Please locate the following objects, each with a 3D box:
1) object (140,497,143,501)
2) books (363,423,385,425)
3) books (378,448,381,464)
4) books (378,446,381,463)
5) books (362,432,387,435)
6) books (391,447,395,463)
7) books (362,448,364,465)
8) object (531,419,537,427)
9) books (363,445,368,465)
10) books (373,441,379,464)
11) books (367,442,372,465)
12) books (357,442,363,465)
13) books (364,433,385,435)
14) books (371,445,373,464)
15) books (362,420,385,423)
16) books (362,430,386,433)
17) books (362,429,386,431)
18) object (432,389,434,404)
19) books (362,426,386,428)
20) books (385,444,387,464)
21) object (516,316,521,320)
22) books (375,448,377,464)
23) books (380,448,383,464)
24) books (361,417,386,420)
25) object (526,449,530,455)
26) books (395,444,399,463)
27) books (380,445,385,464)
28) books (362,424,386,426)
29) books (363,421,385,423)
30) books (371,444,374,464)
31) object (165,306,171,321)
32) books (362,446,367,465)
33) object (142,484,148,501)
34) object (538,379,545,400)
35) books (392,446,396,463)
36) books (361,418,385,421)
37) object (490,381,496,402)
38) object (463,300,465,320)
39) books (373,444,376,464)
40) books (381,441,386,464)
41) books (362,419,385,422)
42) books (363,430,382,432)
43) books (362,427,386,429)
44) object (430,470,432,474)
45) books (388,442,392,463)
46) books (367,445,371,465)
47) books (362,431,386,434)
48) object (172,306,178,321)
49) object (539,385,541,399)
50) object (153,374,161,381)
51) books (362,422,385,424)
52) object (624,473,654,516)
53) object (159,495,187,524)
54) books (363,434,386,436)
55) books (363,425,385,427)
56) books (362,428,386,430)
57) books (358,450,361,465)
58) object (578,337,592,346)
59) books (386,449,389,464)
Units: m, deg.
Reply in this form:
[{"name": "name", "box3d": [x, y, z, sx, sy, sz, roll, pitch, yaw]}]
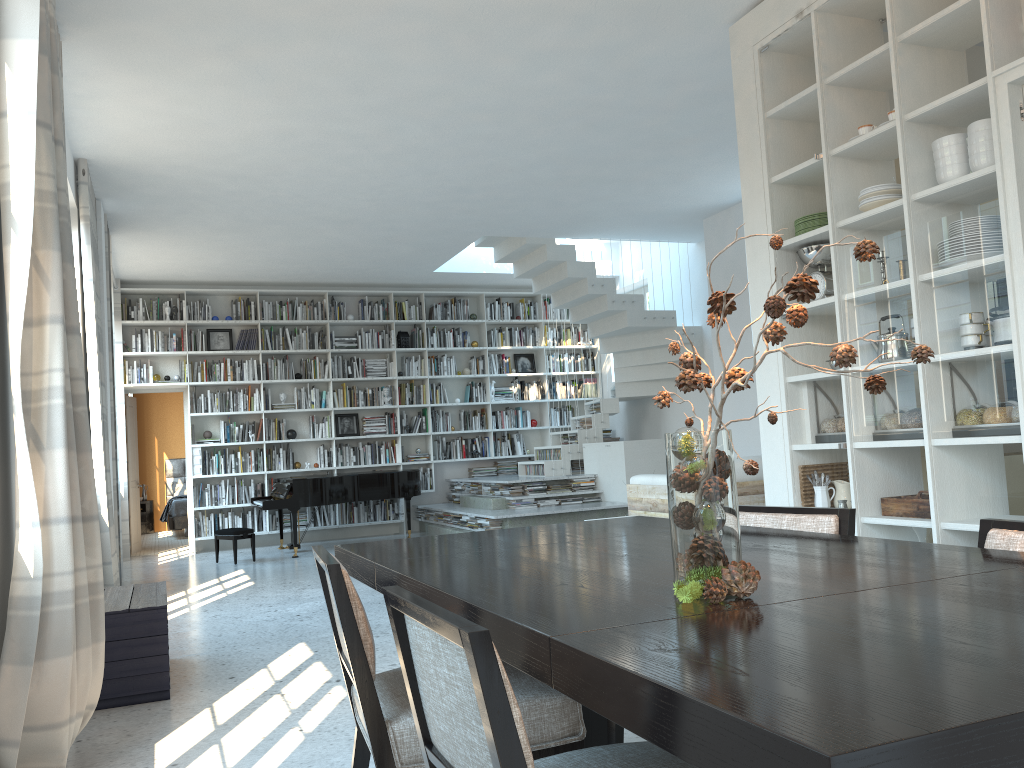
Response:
[{"name": "object", "box3d": [-5.946, 1.842, 14.147, 0.118, 0.061, 0.118, -2, -4, -14]}, {"name": "books", "box3d": [-1.784, 0.518, 11.431, 0.254, 0.012, 0.161, -2, -4, -19]}, {"name": "books", "box3d": [-1.729, 0.927, 11.407, 0.024, 0.207, 0.183, -2, -4, -22]}, {"name": "books", "box3d": [-1.716, 0.913, 11.425, 0.014, 0.235, 0.154, -2, -4, -22]}, {"name": "books", "box3d": [-1.775, 0.636, 11.419, 0.285, 0.012, 0.159, -1, -5, -27]}, {"name": "books", "box3d": [-1.559, 0.919, 11.470, 0.042, 0.212, 0.169, -2, -4, -22]}, {"name": "books", "box3d": [-1.923, 0.928, 11.349, 0.025, 0.220, 0.140, -2, -4, -22]}, {"name": "object", "box3d": [0.292, 0.543, 12.222, 0.115, 0.116, 0.115, 0, -5, -44]}, {"name": "books", "box3d": [-1.876, 0.910, 11.378, 0.025, 0.254, 0.136, -2, -4, -22]}, {"name": "books", "box3d": [-1.749, 0.883, 11.406, 0.012, 0.296, 0.178, -2, -4, -22]}, {"name": "books", "box3d": [-1.833, 0.892, 11.393, 0.014, 0.286, 0.134, -2, -4, -22]}, {"name": "books", "box3d": [-1.945, 0.892, 11.334, 0.026, 0.291, 0.152, -2, -4, -22]}, {"name": "books", "box3d": [-1.777, 0.649, 11.425, 0.254, 0.012, 0.161, -2, -4, -20]}, {"name": "books", "box3d": [-1.818, 0.909, 11.390, 0.011, 0.251, 0.158, -2, -4, -22]}, {"name": "books", "box3d": [-1.786, 0.481, 11.433, 0.254, 0.012, 0.161, -2, -5, -25]}, {"name": "books", "box3d": [-1.777, 0.613, 11.420, 0.285, 0.012, 0.159, -2, -4, -17]}, {"name": "books", "box3d": [-1.782, 0.590, 11.433, 0.285, 0.012, 0.159, -2, -5, -22]}, {"name": "object", "box3d": [-1.071, 0.175, 11.744, 0.013, 0.208, 0.140, -2, -4, -22]}, {"name": "books", "box3d": [-1.780, 0.553, 11.424, 0.285, 0.012, 0.159, -2, -4, -17]}, {"name": "books", "box3d": [-1.650, 0.901, 11.461, 0.014, 0.256, 0.145, -2, -4, -22]}, {"name": "object", "box3d": [0.087, -0.900, 12.193, 0.071, 0.072, 0.071, -5, -4, 27]}, {"name": "books", "box3d": [-1.766, 0.931, 11.406, 0.021, 0.202, 0.128, -2, -4, -22]}, {"name": "books", "box3d": [-1.693, 0.927, 11.420, 0.023, 0.204, 0.167, -2, -4, -22]}, {"name": "books", "box3d": [-1.787, 0.445, 11.431, 0.285, 0.012, 0.159, -1, -5, -27]}, {"name": "object", "box3d": [0.210, 0.934, 12.181, 0.071, 0.072, 0.071, -5, -4, 27]}, {"name": "books", "box3d": [-1.503, 0.900, 11.490, 0.033, 0.246, 0.176, -2, -4, -22]}, {"name": "books", "box3d": [-1.673, 0.911, 11.430, 0.023, 0.234, 0.175, -2, -4, -22]}, {"name": "books", "box3d": [-1.781, 0.530, 11.426, 0.285, 0.012, 0.159, -2, -4, -17]}, {"name": "books", "box3d": [-1.785, 0.493, 11.430, 0.254, 0.012, 0.161, -1, -5, -26]}, {"name": "books", "box3d": [-1.805, 0.903, 11.385, 0.010, 0.261, 0.181, -2, -4, -22]}, {"name": "object", "box3d": [-4.069, -0.824, 10.483, 0.067, 0.198, 0.067, -5, -4, 21]}, {"name": "books", "box3d": [-1.895, 0.918, 11.353, 0.031, 0.237, 0.159, -2, -4, -22]}, {"name": "object", "box3d": [-5.917, 1.746, 14.273, 0.091, 0.268, 0.091, -5, -4, 24]}, {"name": "object", "box3d": [0.410, 0.079, 12.183, 0.087, 0.288, 0.075, -4, -4, 13]}, {"name": "books", "box3d": [-1.535, 0.916, 11.481, 0.011, 0.216, 0.166, -2, -4, -22]}, {"name": "books", "box3d": [-1.789, 0.457, 11.437, 0.285, 0.012, 0.159, -2, -4, -20]}, {"name": "object", "box3d": [-0.262, 0.099, 11.894, 0.087, 0.288, 0.075, -4, -4, 13]}, {"name": "object", "box3d": [-0.670, -0.982, 12.006, 0.006, 0.297, 0.129, -2, -4, -22]}, {"name": "books", "box3d": [-1.785, 0.900, 11.385, 0.028, 0.264, 0.161, -2, -4, -22]}, {"name": "books", "box3d": [-1.661, 0.882, 11.449, 0.014, 0.293, 0.137, -2, -4, -22]}, {"name": "books", "box3d": [-1.786, 0.469, 11.432, 0.254, 0.012, 0.161, -1, -5, -26]}, {"name": "books", "box3d": [-1.778, 0.601, 11.422, 0.254, 0.012, 0.161, -1, -5, -27]}, {"name": "books", "box3d": [-1.782, 0.566, 11.430, 0.285, 0.012, 0.159, -2, -4, -20]}, {"name": "object", "box3d": [-1.057, 1.246, 11.570, 0.011, 0.260, 0.142, -2, -4, -22]}, {"name": "books", "box3d": [-1.596, 0.891, 11.470, 0.026, 0.272, 0.175, -2, -4, -22]}, {"name": "books", "box3d": [-1.842, 0.911, 11.362, 0.026, 0.245, 0.191, -2, -4, -22]}, {"name": "books", "box3d": [-1.779, 0.625, 11.429, 0.285, 0.012, 0.159, -2, -5, -23]}, {"name": "object", "box3d": [-3.994, -0.826, 10.513, 0.067, 0.198, 0.067, -5, -4, 21]}, {"name": "object", "box3d": [0.363, 0.127, 12.309, 0.022, 0.211, 0.179, -2, -4, -22]}, {"name": "object", "box3d": [-4.190, -0.075, 10.458, 0.087, 0.087, 0.087, -5, -4, 27]}, {"name": "books", "box3d": [-1.785, 0.506, 11.432, 0.254, 0.012, 0.161, -2, -5, -25]}, {"name": "object", "box3d": [1.156, 1.044, 7.994, 0.309, 0.521, 0.436, -4, -4, 8]}, {"name": "object", "box3d": [-4.678, 1.814, 13.740, 1.481, 0.540, 1.452, -2, -4, -22]}, {"name": "books", "box3d": [-1.775, 0.661, 11.420, 0.254, 0.012, 0.161, -1, -5, -26]}, {"name": "books", "box3d": [-1.781, 0.542, 11.426, 0.254, 0.012, 0.161, -1, -5, -27]}, {"name": "books", "box3d": [-1.782, 0.578, 11.432, 0.285, 0.012, 0.159, -2, -4, -21]}, {"name": "books", "box3d": [-1.960, 0.939, 11.309, 0.023, 0.196, 0.165, -2, -4, -22]}, {"name": "object", "box3d": [1.019, -0.600, 12.497, 0.203, 0.137, 0.095, -3, -4, -6]}, {"name": "books", "box3d": [-1.622, 0.935, 11.443, 0.023, 0.183, 0.169, -2, -4, -22]}]
